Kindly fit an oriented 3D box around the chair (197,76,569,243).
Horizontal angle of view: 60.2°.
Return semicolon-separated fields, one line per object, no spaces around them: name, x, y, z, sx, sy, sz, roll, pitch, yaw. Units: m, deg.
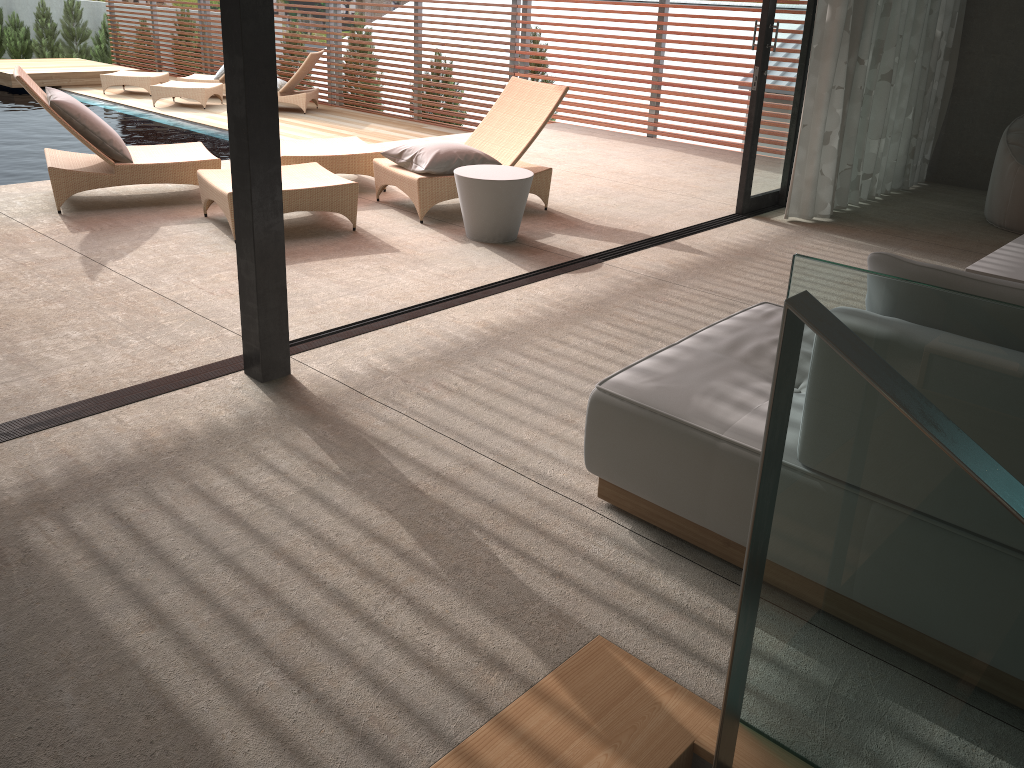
chair;-0.776;-1.509;5.691;2.310;0.805;0.715;-12;26;-31

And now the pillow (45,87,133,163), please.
pillow;-2.716;-1.657;5.664;0.429;0.416;0.622;-10;26;-27

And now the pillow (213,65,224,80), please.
pillow;-4.260;-4.870;13.494;0.427;0.415;0.626;3;23;0

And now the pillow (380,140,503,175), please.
pillow;-0.475;-1.508;5.855;0.598;0.189;0.607;-14;29;-33

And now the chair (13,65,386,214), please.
chair;-2.046;-1.721;6.042;2.306;0.805;0.716;-10;25;-27

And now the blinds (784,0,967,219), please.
blinds;2.774;-2.759;6.277;0.226;2.845;2.459;19;27;38

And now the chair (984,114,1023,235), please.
chair;3.772;-1.432;5.973;0.931;0.766;0.937;-18;30;-40

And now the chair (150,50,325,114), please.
chair;-3.831;-4.306;12.432;2.294;0.806;0.720;3;22;2

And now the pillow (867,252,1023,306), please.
pillow;1.013;-0.032;1.983;0.499;0.470;0.269;22;28;39

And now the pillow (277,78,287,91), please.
pillow;-3.499;-4.220;12.408;0.593;0.189;0.612;2;24;-2

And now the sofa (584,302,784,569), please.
sofa;1.124;0.099;2.273;1.619;0.713;1.027;22;30;38

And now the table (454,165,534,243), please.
table;-0.115;-1.076;5.299;0.477;0.383;0.486;12;24;22

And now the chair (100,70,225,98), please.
chair;-5.028;-4.843;13.525;2.293;0.806;0.720;3;22;1
